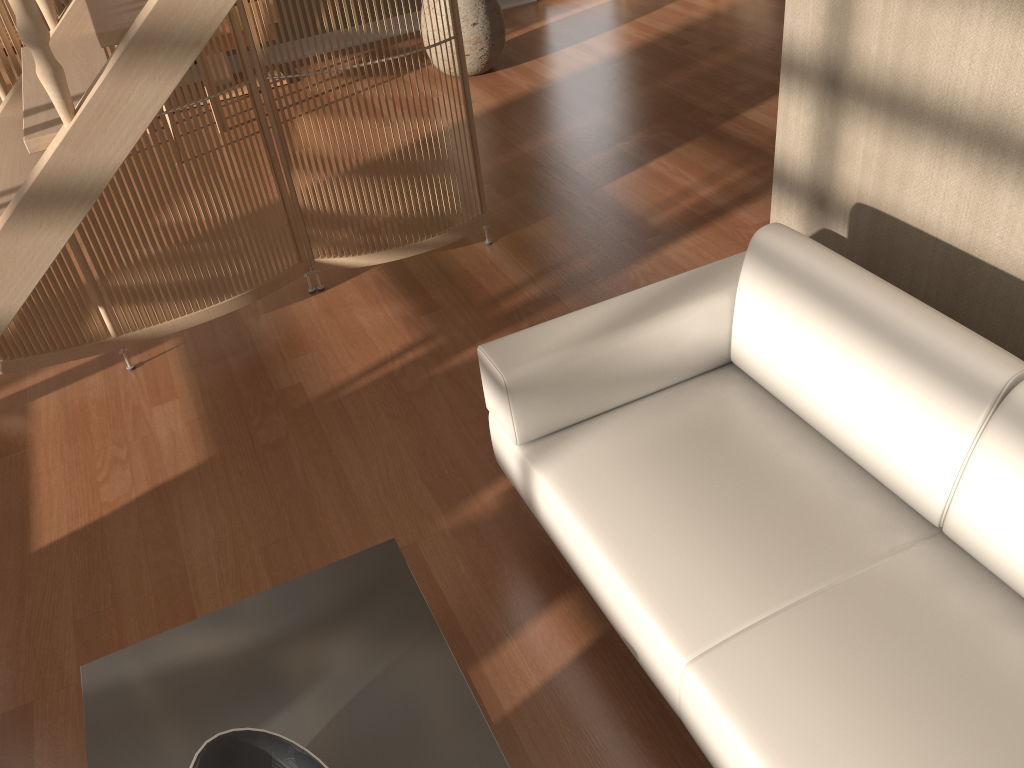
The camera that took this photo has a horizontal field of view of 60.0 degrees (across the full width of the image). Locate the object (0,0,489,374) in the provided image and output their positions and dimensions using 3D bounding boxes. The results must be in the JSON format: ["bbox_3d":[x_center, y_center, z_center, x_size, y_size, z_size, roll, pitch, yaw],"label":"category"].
[{"bbox_3d":[-1.190,-0.911,2.931,2.229,1.542,0.233,-17,38,-12],"label":"object"}]

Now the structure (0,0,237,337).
[{"bbox_3d":[-0.977,-1.307,1.884,3.150,3.578,1.000,-20,39,-16],"label":"structure"}]

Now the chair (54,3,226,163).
[{"bbox_3d":[-2.048,-1.721,4.895,0.582,0.856,0.509,4,39,16],"label":"chair"}]

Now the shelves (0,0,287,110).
[{"bbox_3d":[-2.261,-1.996,5.501,1.600,0.590,0.658,-20,39,-16],"label":"shelves"}]

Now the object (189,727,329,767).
[{"bbox_3d":[-0.403,0.718,1.483,0.317,0.125,0.223,20,45,32],"label":"object"}]

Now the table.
[{"bbox_3d":[-0.305,0.908,1.562,0.700,0.293,1.260,-20,39,-16],"label":"table"}]

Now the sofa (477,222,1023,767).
[{"bbox_3d":[0.706,0.365,1.730,0.905,0.740,1.781,-20,39,-16],"label":"sofa"}]

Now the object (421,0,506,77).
[{"bbox_3d":[-0.388,-2.768,5.128,2.157,2.304,2.109,-28,41,-25],"label":"object"}]

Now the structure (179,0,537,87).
[{"bbox_3d":[1.139,-1.578,2.720,10.775,2.533,8.342,-20,39,-16],"label":"structure"}]
